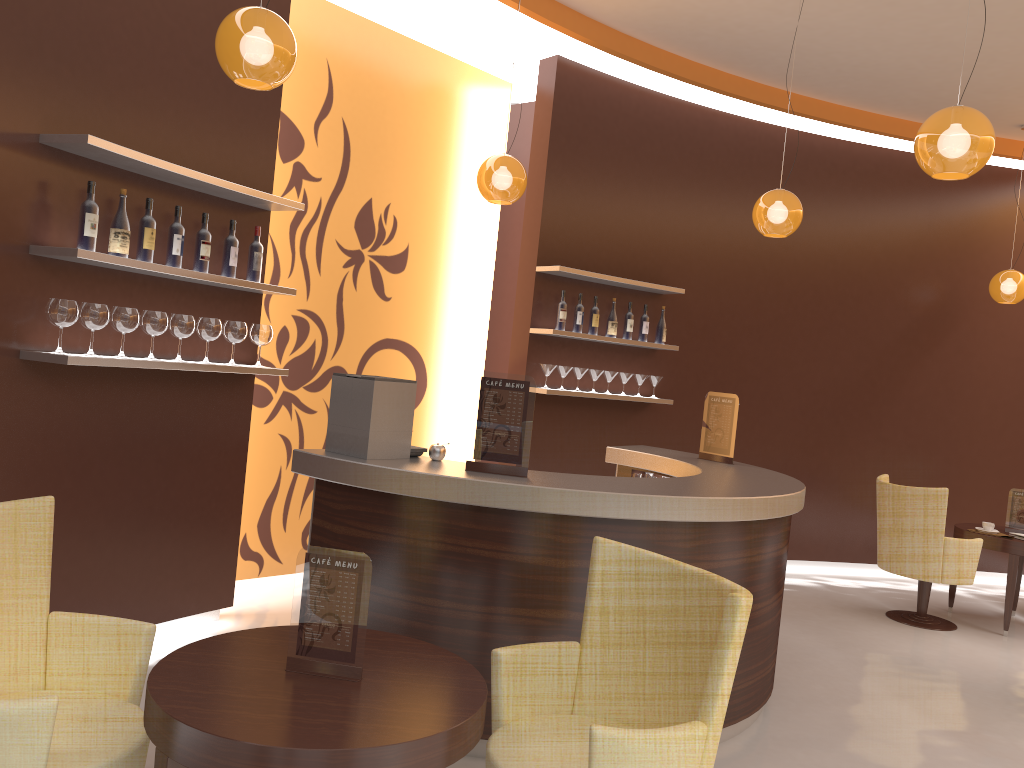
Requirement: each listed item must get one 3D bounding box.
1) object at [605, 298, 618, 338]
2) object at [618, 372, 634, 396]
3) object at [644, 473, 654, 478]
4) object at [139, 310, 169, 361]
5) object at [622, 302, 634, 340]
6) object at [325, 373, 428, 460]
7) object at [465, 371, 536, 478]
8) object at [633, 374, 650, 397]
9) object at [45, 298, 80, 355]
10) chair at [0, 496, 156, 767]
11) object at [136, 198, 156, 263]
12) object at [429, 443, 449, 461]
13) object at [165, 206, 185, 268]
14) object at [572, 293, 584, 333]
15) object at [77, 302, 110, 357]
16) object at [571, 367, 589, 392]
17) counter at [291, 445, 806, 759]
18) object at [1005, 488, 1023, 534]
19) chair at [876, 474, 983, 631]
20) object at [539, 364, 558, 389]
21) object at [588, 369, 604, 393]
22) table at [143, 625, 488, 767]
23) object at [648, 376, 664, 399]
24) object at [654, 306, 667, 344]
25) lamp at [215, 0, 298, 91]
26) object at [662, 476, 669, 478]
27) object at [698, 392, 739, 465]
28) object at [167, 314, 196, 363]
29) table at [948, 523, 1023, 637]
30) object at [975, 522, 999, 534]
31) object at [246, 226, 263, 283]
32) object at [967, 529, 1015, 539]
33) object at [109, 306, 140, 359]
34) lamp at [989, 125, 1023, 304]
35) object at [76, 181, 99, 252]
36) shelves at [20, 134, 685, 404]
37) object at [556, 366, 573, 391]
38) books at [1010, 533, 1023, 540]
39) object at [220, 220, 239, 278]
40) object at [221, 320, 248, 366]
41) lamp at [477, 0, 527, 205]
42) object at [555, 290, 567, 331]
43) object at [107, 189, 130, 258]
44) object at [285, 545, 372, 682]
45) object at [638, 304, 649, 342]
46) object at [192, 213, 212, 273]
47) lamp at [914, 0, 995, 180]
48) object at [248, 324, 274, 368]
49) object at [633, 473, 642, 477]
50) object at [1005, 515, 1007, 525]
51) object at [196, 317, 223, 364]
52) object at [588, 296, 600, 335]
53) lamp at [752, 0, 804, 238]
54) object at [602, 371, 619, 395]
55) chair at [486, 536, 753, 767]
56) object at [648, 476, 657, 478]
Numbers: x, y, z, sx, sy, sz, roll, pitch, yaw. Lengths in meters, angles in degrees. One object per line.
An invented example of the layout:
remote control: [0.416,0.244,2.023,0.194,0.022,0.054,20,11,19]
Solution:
object: [0.760,-0.498,6.710,0.086,0.303,0.086,5,1,-22]
object: [0.862,0.001,6.823,0.137,0.174,0.137,5,1,-31]
object: [0.851,0.630,5.533,0.067,0.148,0.067,6,1,-7]
object: [-1.633,-0.220,4.034,0.125,0.221,0.125,6,1,19]
object: [0.895,-0.480,6.794,0.073,0.297,0.073,7,1,32]
object: [-0.570,0.140,3.890,0.270,0.340,0.373,7,1,39]
object: [-0.044,0.162,3.636,0.258,0.414,0.052,6,1,8]
object: [0.994,0.013,6.907,0.137,0.174,0.137,6,1,19]
object: [-1.823,-0.231,3.588,0.125,0.221,0.125,6,1,19]
chair: [-1.307,0.862,2.329,0.685,1.017,0.729,6,1,1]
object: [-1.628,-0.680,3.954,0.073,0.297,0.073,5,1,-37]
object: [-0.328,0.297,3.899,0.075,0.077,0.075,5,1,-37]
object: [-1.556,-0.675,4.105,0.073,0.297,0.073,6,1,4]
object: [0.491,-0.515,6.499,0.073,0.297,0.073,7,1,32]
object: [-1.766,-0.228,3.736,0.125,0.221,0.125,6,1,19]
object: [0.493,-0.033,6.561,0.137,0.174,0.137,5,1,-31]
counter: [0.534,0.966,4.427,1.586,1.100,2.917,7,1,39]
object: [3.822,0.958,6.637,0.209,0.335,0.042,6,1,17]
chair: [2.984,1.216,6.441,0.685,1.017,0.729,6,1,-9]
object: [0.250,-0.053,6.368,0.137,0.174,0.137,5,2,-41]
object: [0.618,-0.020,6.649,0.137,0.174,0.137,5,1,-31]
table: [-0.532,1.111,2.355,0.872,0.679,0.874,7,1,40]
object: [1.123,0.024,6.992,0.137,0.174,0.137,5,1,-31]
object: [1.176,-0.460,6.974,0.086,0.303,0.086,6,1,8]
lamp: [-0.898,-1.872,3.323,0.299,1.500,0.299,5,1,-28]
object: [0.936,0.641,5.424,0.067,0.148,0.067,6,1,-2]
object: [1.243,0.259,5.323,0.052,0.414,0.258,5,1,-37]
object: [-1.563,-0.216,4.182,0.125,0.221,0.125,6,1,19]
table: [3.744,1.460,6.604,0.872,0.679,0.874,6,1,30]
object: [3.498,1.055,6.522,0.153,0.069,0.153,6,1,20]
object: [-1.314,-0.660,4.543,0.073,0.297,0.073,6,1,4]
object: [3.477,1.083,6.517,0.239,0.021,0.464,6,1,8]
object: [-1.702,-0.224,3.887,0.125,0.221,0.125,6,1,19]
lamp: [4.269,-1.431,7.498,0.299,1.500,0.299,6,1,-6]
object: [-1.741,-0.685,3.649,0.073,0.297,0.073,6,1,4]
shelves: [-0.419,-0.433,5.372,0.586,0.902,4.744,7,2,41]
object: [0.371,-0.043,6.464,0.137,0.174,0.137,5,2,-41]
books: [3.817,1.114,6.339,0.367,0.035,0.345,5,1,-16]
object: [-1.397,-0.665,4.400,0.073,0.297,0.073,6,1,-9]
object: [-1.406,-0.206,4.481,0.125,0.221,0.125,6,1,19]
lamp: [0.004,-1.819,5.230,0.299,1.500,0.299,6,1,12]
object: [0.359,-0.527,6.390,0.073,0.297,0.073,7,1,32]
object: [-1.688,-0.689,3.824,0.086,0.303,0.086,5,1,-27]
object: [-0.485,0.606,2.360,0.209,0.335,0.042,6,1,8]
object: [1.026,-0.469,6.881,0.073,0.297,0.073,7,1,32]
object: [-1.480,-0.671,4.247,0.073,0.297,0.073,6,1,4]
lamp: [1.873,-1.597,3.621,0.299,1.500,0.299,5,1,-28]
object: [-1.313,-0.199,4.623,0.125,0.221,0.125,6,1,19]
object: [0.766,0.623,5.458,0.067,0.148,0.067,6,1,19]
object: [3.989,0.994,5.654,0.187,0.335,2.090,6,1,-10]
object: [-1.485,-0.211,4.331,0.125,0.221,0.125,6,1,19]
object: [0.612,-0.505,6.595,0.073,0.297,0.073,6,1,-9]
lamp: [1.686,-1.651,5.410,0.299,1.500,0.299,6,1,12]
object: [0.735,-0.010,6.737,0.137,0.174,0.137,5,1,-31]
chair: [0.269,1.018,2.554,0.685,1.017,0.729,5,1,-28]
object: [0.844,0.633,5.357,0.067,0.148,0.067,6,1,-2]
